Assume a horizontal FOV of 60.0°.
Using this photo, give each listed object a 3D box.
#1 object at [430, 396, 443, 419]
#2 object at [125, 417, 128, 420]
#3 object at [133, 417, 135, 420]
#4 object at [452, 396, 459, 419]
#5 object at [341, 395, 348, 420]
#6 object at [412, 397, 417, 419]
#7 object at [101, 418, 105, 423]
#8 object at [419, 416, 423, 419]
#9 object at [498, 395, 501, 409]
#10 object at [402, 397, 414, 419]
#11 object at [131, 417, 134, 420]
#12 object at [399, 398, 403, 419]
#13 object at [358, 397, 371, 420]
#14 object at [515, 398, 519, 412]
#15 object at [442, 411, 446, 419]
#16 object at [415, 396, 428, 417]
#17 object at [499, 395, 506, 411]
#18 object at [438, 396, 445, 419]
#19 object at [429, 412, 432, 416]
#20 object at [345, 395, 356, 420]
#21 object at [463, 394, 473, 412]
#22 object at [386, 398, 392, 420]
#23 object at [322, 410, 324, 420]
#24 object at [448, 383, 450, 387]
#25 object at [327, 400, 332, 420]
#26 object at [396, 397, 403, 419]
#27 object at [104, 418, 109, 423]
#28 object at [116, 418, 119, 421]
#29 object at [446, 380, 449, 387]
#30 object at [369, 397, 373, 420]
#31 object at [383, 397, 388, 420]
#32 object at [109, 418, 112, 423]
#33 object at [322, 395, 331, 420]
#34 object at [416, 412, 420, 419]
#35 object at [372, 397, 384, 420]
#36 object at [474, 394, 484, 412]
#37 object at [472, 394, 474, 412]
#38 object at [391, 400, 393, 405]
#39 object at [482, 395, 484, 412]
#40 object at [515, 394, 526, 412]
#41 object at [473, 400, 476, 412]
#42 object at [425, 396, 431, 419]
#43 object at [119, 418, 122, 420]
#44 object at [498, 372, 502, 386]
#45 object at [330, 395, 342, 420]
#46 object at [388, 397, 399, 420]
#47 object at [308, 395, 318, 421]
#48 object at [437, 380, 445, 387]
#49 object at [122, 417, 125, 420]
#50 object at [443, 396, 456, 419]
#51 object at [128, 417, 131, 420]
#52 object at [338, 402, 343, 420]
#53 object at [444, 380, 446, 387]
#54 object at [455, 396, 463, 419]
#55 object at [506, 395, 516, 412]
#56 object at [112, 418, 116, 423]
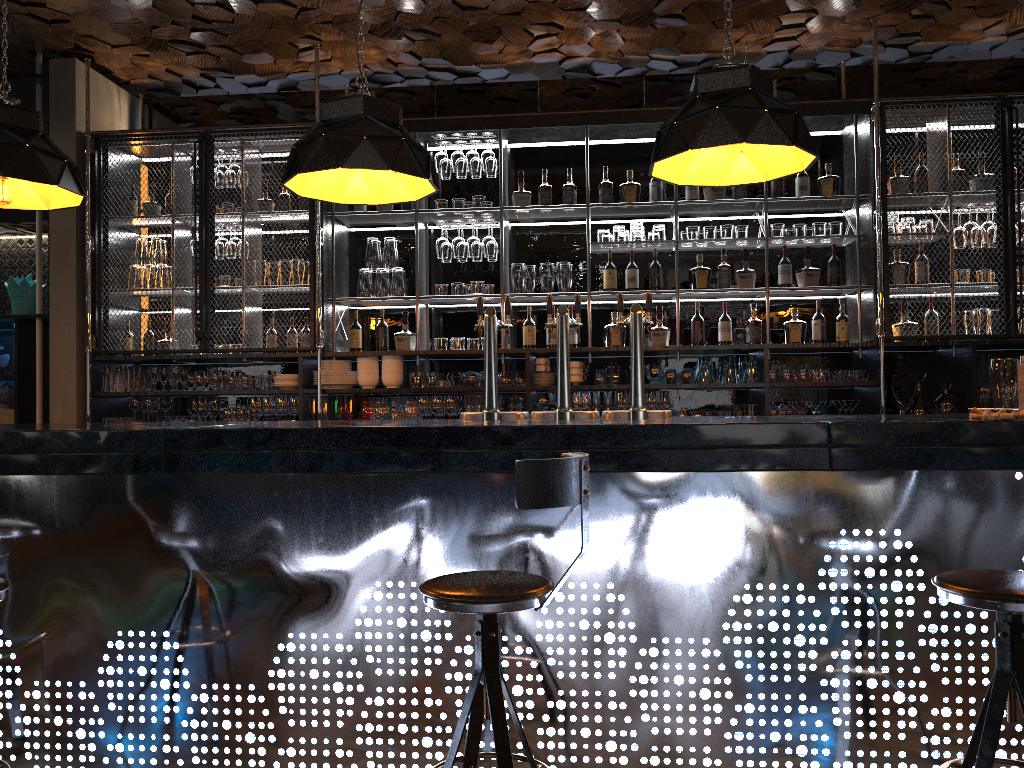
[{"bbox_3d":[-0.492,0.184,5.755,0.084,0.216,0.084,-1,-1,21],"label":"object"},{"bbox_3d":[-2.663,0.280,6.120,0.031,0.098,0.031,-1,-1,27],"label":"object"},{"bbox_3d":[-2.656,0.282,6.229,0.031,0.098,0.031,-1,-1,10],"label":"object"},{"bbox_3d":[-0.391,0.186,5.883,0.084,0.216,0.084,0,-2,-42],"label":"object"},{"bbox_3d":[-1.109,0.189,5.917,0.073,0.229,0.073,-1,-1,-6],"label":"object"},{"bbox_3d":[-0.664,0.191,5.866,0.082,0.213,0.082,0,-1,-14],"label":"object"},{"bbox_3d":[-2.758,0.278,5.986,0.028,0.097,0.028,-1,-1,-5],"label":"object"},{"bbox_3d":[-0.644,0.194,6.043,0.082,0.213,0.082,-1,-1,-4],"label":"object"},{"bbox_3d":[-0.112,0.179,5.742,0.092,0.218,0.092,0,-1,-34],"label":"object"},{"bbox_3d":[-0.679,0.189,5.776,0.082,0.213,0.082,-2,-1,35],"label":"object"},{"bbox_3d":[-2.658,0.281,6.193,0.031,0.098,0.031,0,-2,-38],"label":"object"},{"bbox_3d":[-0.752,0.194,5.964,0.082,0.213,0.082,-2,-1,37],"label":"object"},{"bbox_3d":[-0.963,0.193,5.806,0.082,0.213,0.082,-2,-1,35],"label":"object"},{"bbox_3d":[0.034,0.180,5.867,0.071,0.217,0.071,-1,-1,14],"label":"object"},{"bbox_3d":[-0.467,0.190,6.018,0.084,0.216,0.084,-1,-1,4],"label":"object"},{"bbox_3d":[-0.586,0.186,5.765,0.084,0.216,0.084,-1,-1,-6],"label":"object"},{"bbox_3d":[-0.086,0.181,5.848,0.092,0.218,0.092,0,-1,-34],"label":"object"},{"bbox_3d":[-0.477,0.187,5.885,0.084,0.216,0.084,-1,-1,-2],"label":"object"},{"bbox_3d":[-0.558,0.191,6.033,0.084,0.216,0.084,-2,-2,44],"label":"object"},{"bbox_3d":[-1.065,0.187,5.839,0.073,0.229,0.073,-1,-1,-6],"label":"object"},{"bbox_3d":[-0.282,0.177,5.767,0.071,0.226,0.071,0,-1,-23],"label":"object"},{"bbox_3d":[-0.844,0.195,5.973,0.082,0.213,0.082,-1,-1,26],"label":"object"},{"bbox_3d":[-1.273,0.193,5.990,0.073,0.229,0.073,-1,-1,-6],"label":"object"},{"bbox_3d":[-0.440,0.003,5.999,0.049,0.048,0.044,-2,-2,42],"label":"object"},{"bbox_3d":[-1.267,0.195,6.098,0.073,0.229,0.073,-1,-1,-6],"label":"object"},{"bbox_3d":[-0.760,0.192,5.874,0.082,0.213,0.082,0,-1,-15],"label":"object"},{"bbox_3d":[-2.721,0.277,5.954,0.033,0.101,0.033,-1,-1,30],"label":"object"},{"bbox_3d":[-2.677,0.277,6.006,0.031,0.098,0.031,0,-1,-21],"label":"object"},{"bbox_3d":[-0.446,0.001,5.891,0.049,0.048,0.044,-1,-1,-7],"label":"object"},{"bbox_3d":[-0.952,0.195,5.895,0.082,0.213,0.082,-1,-1,-2],"label":"object"},{"bbox_3d":[-0.861,0.193,5.883,0.082,0.213,0.082,0,-1,-18],"label":"object"},{"bbox_3d":[-2.715,0.278,5.998,0.033,0.101,0.033,0,-1,-14],"label":"object"},{"bbox_3d":[-1.242,0.191,5.911,0.073,0.229,0.073,-1,-1,-6],"label":"object"},{"bbox_3d":[-0.654,0.192,5.955,0.082,0.213,0.082,-1,-1,-7],"label":"object"},{"bbox_3d":[-0.874,0.192,5.797,0.082,0.213,0.082,-2,-1,35],"label":"object"},{"bbox_3d":[-0.213,0.175,5.721,0.071,0.226,0.071,0,-1,-23],"label":"object"},{"bbox_3d":[-0.276,0.179,5.851,0.071,0.226,0.071,0,-1,-23],"label":"object"},{"bbox_3d":[-0.841,0.197,6.060,0.082,0.213,0.082,-2,-1,36],"label":"object"},{"bbox_3d":[-0.206,0.177,5.801,0.071,0.226,0.071,0,-1,-23],"label":"object"},{"bbox_3d":[0.055,0.177,5.743,0.071,0.217,0.071,-1,-1,14],"label":"object"},{"bbox_3d":[-0.263,0.181,5.944,0.071,0.226,0.071,0,-1,-23],"label":"object"},{"bbox_3d":[-0.567,0.188,5.898,0.084,0.216,0.084,-1,-1,17],"label":"object"},{"bbox_3d":[-2.669,0.278,6.045,0.031,0.098,0.031,0,-1,-34],"label":"object"},{"bbox_3d":[-0.051,-0.030,5.825,0.095,0.096,0.095,-1,-1,6],"label":"object"},{"bbox_3d":[-1.162,0.188,5.853,0.073,0.229,0.073,-1,-1,-6],"label":"object"},{"bbox_3d":[-0.770,0.190,5.787,0.082,0.213,0.082,-2,-2,39],"label":"object"},{"bbox_3d":[-1.309,0.190,5.847,0.073,0.229,0.073,-1,-1,-6],"label":"object"},{"bbox_3d":[-0.462,-0.001,5.785,0.044,0.048,0.049,0,-2,-42],"label":"object"},{"bbox_3d":[-2.668,0.279,6.080,0.031,0.098,0.031,0,-2,-40],"label":"object"},{"bbox_3d":[-0.402,0.183,5.747,0.084,0.216,0.084,0,-2,-42],"label":"object"},{"bbox_3d":[-2.659,0.280,6.155,0.031,0.098,0.031,-2,-1,37],"label":"object"},{"bbox_3d":[-1.158,0.191,5.987,0.073,0.229,0.073,-1,-1,-6],"label":"object"},{"bbox_3d":[-0.459,0.000,5.842,0.044,0.048,0.049,-2,-2,37],"label":"object"},{"bbox_3d":[-0.376,0.188,6.016,0.084,0.216,0.084,-1,-1,28],"label":"object"},{"bbox_3d":[-0.003,0.179,5.787,0.071,0.217,0.071,-1,-1,14],"label":"object"},{"bbox_3d":[-2.679,0.277,5.968,0.031,0.098,0.031,-2,-2,44],"label":"object"}]
